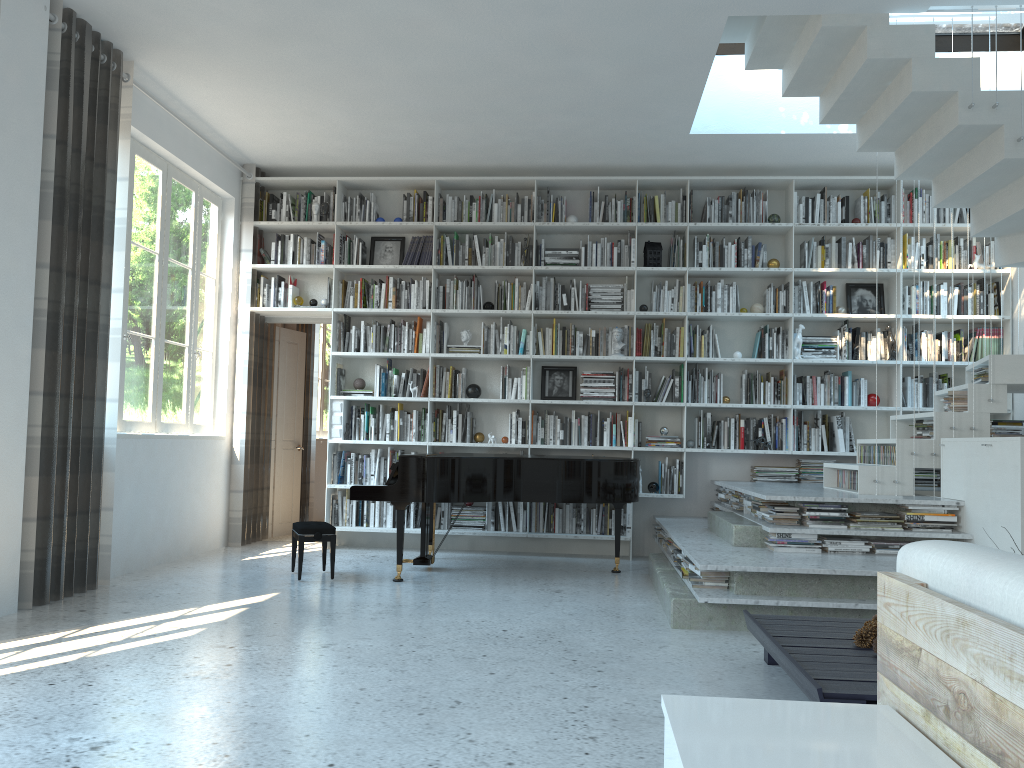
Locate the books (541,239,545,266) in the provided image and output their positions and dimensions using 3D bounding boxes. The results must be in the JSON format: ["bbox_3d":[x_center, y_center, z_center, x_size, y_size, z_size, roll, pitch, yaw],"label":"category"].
[{"bbox_3d":[0.265,-1.081,7.503,0.021,0.249,0.191,1,-3,5],"label":"books"}]

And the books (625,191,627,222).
[{"bbox_3d":[0.958,-1.463,7.491,0.012,0.308,0.138,1,-3,5],"label":"books"}]

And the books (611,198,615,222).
[{"bbox_3d":[0.854,-1.429,7.488,0.023,0.236,0.154,1,-3,5],"label":"books"}]

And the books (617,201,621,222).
[{"bbox_3d":[0.897,-1.413,7.462,0.023,0.202,0.193,1,-3,5],"label":"books"}]

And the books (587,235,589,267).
[{"bbox_3d":[0.641,-1.092,7.470,0.011,0.284,0.190,1,-3,5],"label":"books"}]

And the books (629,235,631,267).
[{"bbox_3d":[0.991,-1.090,7.477,0.010,0.299,0.133,1,-3,5],"label":"books"}]

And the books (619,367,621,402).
[{"bbox_3d":[0.900,0.009,7.430,0.011,0.299,0.130,1,-3,5],"label":"books"}]

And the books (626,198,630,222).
[{"bbox_3d":[0.977,-1.431,7.480,0.028,0.243,0.161,1,-3,5],"label":"books"}]

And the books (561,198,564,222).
[{"bbox_3d":[0.429,-1.443,7.543,0.013,0.249,0.148,1,-3,5],"label":"books"}]

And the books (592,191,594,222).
[{"bbox_3d":[0.687,-1.462,7.506,0.011,0.296,0.157,1,-3,5],"label":"books"}]

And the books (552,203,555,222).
[{"bbox_3d":[0.356,-1.418,7.534,0.023,0.195,0.172,1,-3,5],"label":"books"}]

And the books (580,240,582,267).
[{"bbox_3d":[0.582,-1.077,7.491,0.012,0.254,0.161,1,-3,5],"label":"books"}]

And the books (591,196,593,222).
[{"bbox_3d":[0.676,-1.447,7.515,0.011,0.266,0.129,1,-3,5],"label":"books"}]

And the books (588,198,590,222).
[{"bbox_3d":[0.652,-1.437,7.517,0.012,0.245,0.151,1,-3,5],"label":"books"}]

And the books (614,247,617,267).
[{"bbox_3d":[0.867,-1.039,7.457,0.029,0.188,0.176,1,-3,5],"label":"books"}]

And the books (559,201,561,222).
[{"bbox_3d":[0.408,-1.429,7.526,0.016,0.219,0.144,1,-3,5],"label":"books"}]

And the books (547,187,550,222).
[{"bbox_3d":[0.308,-1.491,7.550,0.014,0.340,0.145,1,-3,5],"label":"books"}]

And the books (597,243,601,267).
[{"bbox_3d":[0.731,-1.056,7.477,0.028,0.219,0.183,1,-3,5],"label":"books"}]

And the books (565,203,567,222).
[{"bbox_3d":[0.458,-1.435,7.543,0.004,0.235,0.137,1,-3,5],"label":"books"}]

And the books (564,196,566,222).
[{"bbox_3d":[0.449,-1.447,7.524,0.011,0.256,0.143,1,-3,5],"label":"books"}]

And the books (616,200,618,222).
[{"bbox_3d":[0.881,-1.419,7.481,0.012,0.217,0.179,1,-3,5],"label":"books"}]

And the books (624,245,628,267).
[{"bbox_3d":[0.956,-1.044,7.451,0.029,0.202,0.191,1,-3,5],"label":"books"}]

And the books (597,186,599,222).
[{"bbox_3d":[0.727,-1.480,7.493,0.010,0.331,0.186,1,-3,5],"label":"books"}]

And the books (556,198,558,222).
[{"bbox_3d":[0.382,-1.443,7.540,0.014,0.248,0.139,1,-3,5],"label":"books"}]

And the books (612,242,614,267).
[{"bbox_3d":[0.847,-1.060,7.464,0.012,0.230,0.158,1,-3,5],"label":"books"}]

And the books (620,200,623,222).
[{"bbox_3d":[0.925,-1.425,7.505,0.026,0.233,0.137,1,-3,5],"label":"books"}]

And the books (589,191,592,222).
[{"bbox_3d":[0.663,-1.461,7.500,0.014,0.292,0.176,1,-3,5],"label":"books"}]

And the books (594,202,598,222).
[{"bbox_3d":[0.707,-1.417,7.514,0.031,0.208,0.147,1,-3,5],"label":"books"}]

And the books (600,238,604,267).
[{"bbox_3d":[0.762,-1.082,7.496,0.029,0.273,0.140,1,-3,5],"label":"books"}]

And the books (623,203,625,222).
[{"bbox_3d":[0.945,-1.411,7.496,0.014,0.204,0.135,1,-3,5],"label":"books"}]

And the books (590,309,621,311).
[{"bbox_3d":[0.787,-0.610,7.453,0.254,0.012,0.161,1,-4,8],"label":"books"}]

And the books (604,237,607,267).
[{"bbox_3d":[0.786,-1.081,7.473,0.023,0.269,0.185,1,-3,5],"label":"books"}]

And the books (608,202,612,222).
[{"bbox_3d":[0.825,-1.413,7.485,0.033,0.202,0.166,1,-3,5],"label":"books"}]

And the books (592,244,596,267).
[{"bbox_3d":[0.692,-1.056,7.478,0.027,0.216,0.190,1,-3,5],"label":"books"}]

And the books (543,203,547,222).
[{"bbox_3d":[0.286,-1.419,7.534,0.026,0.194,0.166,1,-3,5],"label":"books"}]

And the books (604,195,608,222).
[{"bbox_3d":[0.797,-1.446,7.508,0.028,0.269,0.140,1,-3,5],"label":"books"}]

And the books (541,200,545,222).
[{"bbox_3d":[0.263,-1.435,7.550,0.023,0.227,0.157,1,-3,5],"label":"books"}]

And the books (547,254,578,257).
[{"bbox_3d":[0.428,-1.073,7.508,0.254,0.025,0.161,1,-4,1],"label":"books"}]

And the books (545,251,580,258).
[{"bbox_3d":[0.429,-1.098,7.513,0.285,0.024,0.159,1,-4,7],"label":"books"}]

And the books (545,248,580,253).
[{"bbox_3d":[0.430,-1.121,7.520,0.285,0.024,0.159,1,-4,5],"label":"books"}]

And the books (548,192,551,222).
[{"bbox_3d":[0.320,-1.469,7.542,0.010,0.296,0.153,1,-3,5],"label":"books"}]

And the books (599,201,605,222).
[{"bbox_3d":[0.756,-1.419,7.492,0.050,0.210,0.173,1,-3,5],"label":"books"}]

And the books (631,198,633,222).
[{"bbox_3d":[1.011,-1.427,7.478,0.014,0.238,0.153,1,-3,5],"label":"books"}]

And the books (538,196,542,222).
[{"bbox_3d":[0.237,-1.450,7.534,0.026,0.253,0.185,1,-3,5],"label":"books"}]

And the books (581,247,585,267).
[{"bbox_3d":[0.599,-1.043,7.483,0.025,0.187,0.193,1,-3,5],"label":"books"}]

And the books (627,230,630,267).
[{"bbox_3d":[0.979,-1.109,7.461,0.012,0.334,0.156,1,-3,5],"label":"books"}]

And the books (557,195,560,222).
[{"bbox_3d":[0.395,-1.451,7.533,0.013,0.264,0.147,1,-3,5],"label":"books"}]

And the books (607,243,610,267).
[{"bbox_3d":[0.808,-1.058,7.461,0.023,0.222,0.191,1,-3,5],"label":"books"}]

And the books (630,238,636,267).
[{"bbox_3d":[1.007,-1.064,7.392,0.037,0.237,0.272,1,-4,5],"label":"books"}]

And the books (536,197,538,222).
[{"bbox_3d":[0.220,-1.449,7.555,0.012,0.254,0.161,1,-3,5],"label":"books"}]

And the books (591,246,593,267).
[{"bbox_3d":[0.674,-1.049,7.493,0.011,0.204,0.133,1,-3,5],"label":"books"}]

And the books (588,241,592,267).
[{"bbox_3d":[0.658,-1.067,7.483,0.021,0.237,0.171,1,-3,5],"label":"books"}]

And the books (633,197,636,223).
[{"bbox_3d":[1.030,-1.436,7.484,0.022,0.257,0.137,1,-3,5],"label":"books"}]

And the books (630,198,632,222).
[{"bbox_3d":[0.998,-1.430,7.488,0.014,0.244,0.145,1,-3,5],"label":"books"}]

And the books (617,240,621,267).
[{"bbox_3d":[0.898,-1.069,7.455,0.032,0.248,0.173,1,-3,5],"label":"books"}]

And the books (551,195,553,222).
[{"bbox_3d":[0.339,-1.454,7.525,0.011,0.264,0.163,1,-3,5],"label":"books"}]

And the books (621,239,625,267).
[{"bbox_3d":[0.929,-1.073,7.469,0.029,0.261,0.133,1,-3,5],"label":"books"}]

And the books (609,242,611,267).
[{"bbox_3d":[0.827,-1.064,7.484,0.011,0.239,0.139,1,-3,5],"label":"books"}]

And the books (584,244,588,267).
[{"bbox_3d":[0.626,-1.059,7.511,0.024,0.223,0.128,1,-3,5],"label":"books"}]
